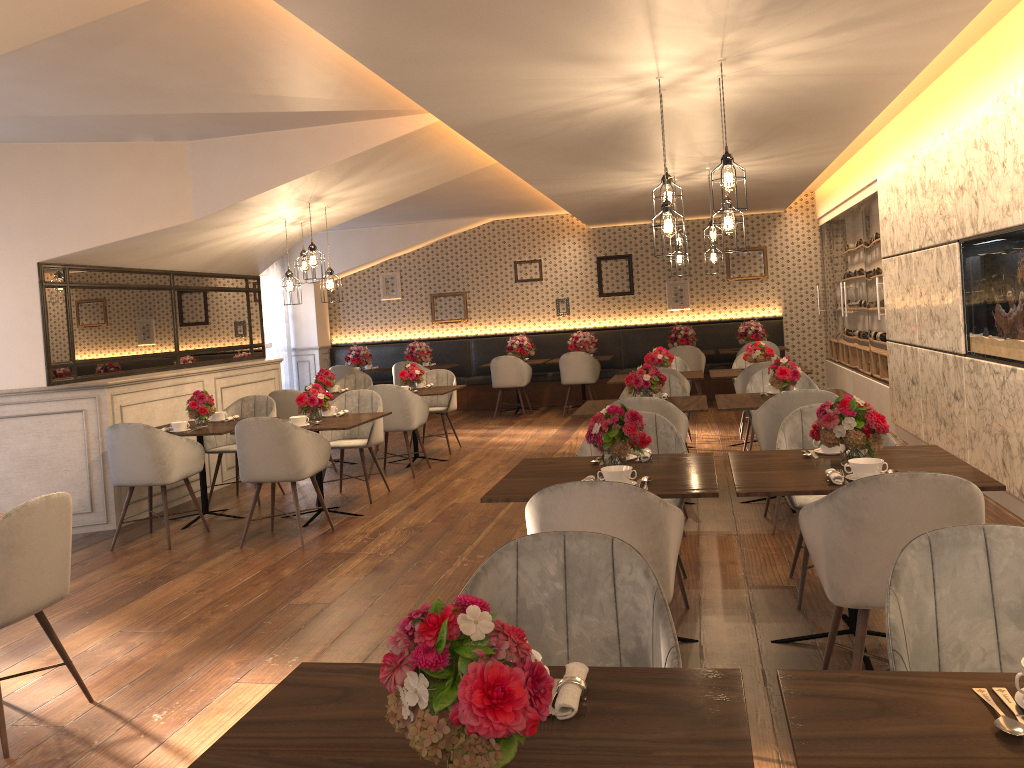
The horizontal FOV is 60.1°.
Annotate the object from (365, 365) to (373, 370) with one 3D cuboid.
[{"bbox_3d":[-2.222,-0.259,13.693,0.148,0.072,0.148,-6,4,-31],"label":"object"}]

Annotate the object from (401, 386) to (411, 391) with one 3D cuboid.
[{"bbox_3d":[-1.058,0.061,8.608,0.148,0.072,0.148,-5,4,-21],"label":"object"}]

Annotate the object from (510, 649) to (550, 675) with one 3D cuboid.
[{"bbox_3d":[-0.006,0.537,1.611,0.148,0.072,0.148,-7,5,-36],"label":"object"}]

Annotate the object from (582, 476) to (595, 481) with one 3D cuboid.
[{"bbox_3d":[0.300,0.387,3.477,0.056,0.039,0.176,-3,4,12],"label":"object"}]

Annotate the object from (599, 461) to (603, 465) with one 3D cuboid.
[{"bbox_3d":[0.418,0.352,4.048,0.022,0.004,0.211,-3,5,12],"label":"object"}]

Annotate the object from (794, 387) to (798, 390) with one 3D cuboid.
[{"bbox_3d":[2.026,0.045,6.368,0.056,0.039,0.176,-3,4,12],"label":"object"}]

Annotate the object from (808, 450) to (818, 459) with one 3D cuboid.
[{"bbox_3d":[1.316,0.306,3.861,0.022,0.004,0.211,-3,5,12],"label":"object"}]

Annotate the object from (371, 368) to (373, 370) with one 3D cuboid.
[{"bbox_3d":[-2.145,-0.238,13.668,0.025,0.024,0.193,-3,4,12],"label":"object"}]

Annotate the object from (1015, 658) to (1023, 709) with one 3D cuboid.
[{"bbox_3d":[0.892,0.491,1.424,0.148,0.072,0.148,-7,5,-36],"label":"object"}]

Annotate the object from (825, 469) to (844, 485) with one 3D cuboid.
[{"bbox_3d":[1.198,0.341,3.291,0.056,0.039,0.176,-3,4,12],"label":"object"}]

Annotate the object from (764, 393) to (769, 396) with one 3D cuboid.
[{"bbox_3d":[1.834,0.075,6.381,0.022,0.004,0.211,-3,5,12],"label":"object"}]

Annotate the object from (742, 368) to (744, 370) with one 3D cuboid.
[{"bbox_3d":[2.308,-0.154,8.820,0.043,0.015,0.198,-3,5,16],"label":"object"}]

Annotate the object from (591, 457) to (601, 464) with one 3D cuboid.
[{"bbox_3d":[0.385,0.348,4.062,0.043,0.015,0.198,-3,4,8],"label":"object"}]

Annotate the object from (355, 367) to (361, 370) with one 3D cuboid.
[{"bbox_3d":[-2.310,-0.206,13.090,0.148,0.072,0.148,-6,4,-31],"label":"object"}]

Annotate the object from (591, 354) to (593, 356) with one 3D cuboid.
[{"bbox_3d":[1.162,-0.415,12.991,0.056,0.039,0.176,-3,4,12],"label":"object"}]

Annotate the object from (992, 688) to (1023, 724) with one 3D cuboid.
[{"bbox_3d":[0.813,0.532,1.415,0.022,0.004,0.211,-3,5,12],"label":"object"}]

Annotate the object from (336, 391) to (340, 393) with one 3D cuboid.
[{"bbox_3d":[-1.817,0.075,9.378,0.025,0.024,0.193,-3,4,12],"label":"object"}]

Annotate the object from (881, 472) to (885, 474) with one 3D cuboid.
[{"bbox_3d":[1.392,0.347,3.278,0.022,0.004,0.211,-3,5,12],"label":"object"}]

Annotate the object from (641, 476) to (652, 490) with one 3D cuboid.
[{"bbox_3d":[0.526,0.386,3.450,0.043,0.015,0.198,-3,4,8],"label":"object"}]

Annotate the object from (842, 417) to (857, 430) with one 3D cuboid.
[{"bbox_3d":[1.317,0.153,3.492,0.048,0.052,0.076,-4,3,-9],"label":"object"}]

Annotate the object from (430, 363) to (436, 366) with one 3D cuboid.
[{"bbox_3d":[-1.204,-0.294,13.483,0.056,0.039,0.176,-3,4,12],"label":"object"}]

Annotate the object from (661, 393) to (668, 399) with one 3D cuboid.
[{"bbox_3d":[1.128,0.091,6.554,0.056,0.039,0.176,-3,4,12],"label":"object"}]

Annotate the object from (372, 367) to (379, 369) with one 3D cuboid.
[{"bbox_3d":[-2.110,-0.248,13.671,0.056,0.039,0.176,-3,4,12],"label":"object"}]

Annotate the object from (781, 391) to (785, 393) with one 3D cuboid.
[{"bbox_3d":[1.826,0.087,5.787,0.148,0.072,0.148,-5,4,-11],"label":"object"}]

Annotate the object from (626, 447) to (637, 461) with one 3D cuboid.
[{"bbox_3d":[0.497,0.312,4.057,0.148,0.072,0.148,-7,5,-36],"label":"object"}]

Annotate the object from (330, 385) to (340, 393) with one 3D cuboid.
[{"bbox_3d":[-1.895,0.055,9.403,0.148,0.072,0.148,-5,4,-21],"label":"object"}]

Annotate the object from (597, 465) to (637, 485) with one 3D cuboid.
[{"bbox_3d":[0.410,0.365,3.454,0.148,0.072,0.148,-7,5,-36],"label":"object"}]

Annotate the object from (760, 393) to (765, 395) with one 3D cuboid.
[{"bbox_3d":[1.809,0.070,6.393,0.043,0.015,0.198,-3,5,16],"label":"object"}]

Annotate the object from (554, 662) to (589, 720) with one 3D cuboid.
[{"bbox_3d":[0.107,0.548,1.588,0.056,0.039,0.176,-3,4,12],"label":"object"}]

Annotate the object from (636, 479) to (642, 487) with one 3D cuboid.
[{"bbox_3d":[0.494,0.393,3.464,0.022,0.004,0.211,-3,5,12],"label":"object"}]

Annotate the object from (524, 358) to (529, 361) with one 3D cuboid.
[{"bbox_3d":[0.213,-0.366,13.188,0.056,0.039,0.176,-3,4,12],"label":"object"}]

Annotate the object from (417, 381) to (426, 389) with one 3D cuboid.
[{"bbox_3d":[-0.971,0.007,9.211,0.148,0.072,0.148,-5,4,-21],"label":"object"}]

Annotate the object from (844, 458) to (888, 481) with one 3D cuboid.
[{"bbox_3d":[1.308,0.319,3.267,0.148,0.072,0.148,-7,5,-36],"label":"object"}]

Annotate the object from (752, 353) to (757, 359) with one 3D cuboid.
[{"bbox_3d":[2.316,-0.271,8.456,0.049,0.052,0.078,-3,4,22],"label":"object"}]

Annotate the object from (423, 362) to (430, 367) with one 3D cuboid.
[{"bbox_3d":[-1.316,-0.305,13.505,0.148,0.072,0.148,-6,4,-31],"label":"object"}]

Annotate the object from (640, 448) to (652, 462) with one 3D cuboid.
[{"bbox_3d":[0.610,0.323,4.035,0.056,0.039,0.176,-3,4,12],"label":"object"}]

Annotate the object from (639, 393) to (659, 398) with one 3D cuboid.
[{"bbox_3d":[1.016,0.080,6.577,0.148,0.072,0.148,-5,4,-11],"label":"object"}]

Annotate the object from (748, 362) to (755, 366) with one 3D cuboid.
[{"bbox_3d":[2.413,-0.190,8.817,0.148,0.072,0.148,-5,4,-11],"label":"object"}]

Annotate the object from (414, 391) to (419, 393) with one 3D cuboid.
[{"bbox_3d":[-0.949,0.082,8.606,0.043,0.015,0.198,-3,5,16],"label":"object"}]

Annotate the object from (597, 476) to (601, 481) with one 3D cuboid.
[{"bbox_3d":[0.336,0.392,3.480,0.025,0.024,0.193,-3,4,12],"label":"object"}]

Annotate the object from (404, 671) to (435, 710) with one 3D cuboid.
[{"bbox_3d":[-0.127,0.426,1.262,0.048,0.052,0.076,-3,3,17],"label":"object"}]

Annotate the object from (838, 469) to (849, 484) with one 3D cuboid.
[{"bbox_3d":[1.234,0.346,3.293,0.025,0.024,0.193,-3,4,12],"label":"object"}]

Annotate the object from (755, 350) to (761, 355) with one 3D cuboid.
[{"bbox_3d":[2.334,-0.301,8.439,0.048,0.052,0.076,-4,3,-9],"label":"object"}]

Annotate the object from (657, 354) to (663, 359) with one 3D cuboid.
[{"bbox_3d":[1.436,-0.266,8.657,0.045,0.052,0.077,-5,4,-26],"label":"object"}]

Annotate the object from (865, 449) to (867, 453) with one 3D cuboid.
[{"bbox_3d":[1.508,0.277,3.848,0.056,0.039,0.176,-3,4,12],"label":"object"}]

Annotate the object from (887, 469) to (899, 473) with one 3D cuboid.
[{"bbox_3d":[1.424,0.340,3.264,0.043,0.015,0.198,-3,4,8],"label":"object"}]

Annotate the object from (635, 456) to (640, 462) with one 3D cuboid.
[{"bbox_3d":[0.575,0.332,4.032,0.025,0.024,0.193,-3,4,12],"label":"object"}]

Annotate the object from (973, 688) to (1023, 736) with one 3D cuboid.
[{"bbox_3d":[0.787,0.527,1.427,0.043,0.015,0.198,-3,5,16],"label":"object"}]

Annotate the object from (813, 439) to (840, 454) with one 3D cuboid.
[{"bbox_3d":[1.395,0.266,3.871,0.148,0.072,0.148,-7,5,-36],"label":"object"}]

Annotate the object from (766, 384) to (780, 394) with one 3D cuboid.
[{"bbox_3d":[1.914,0.034,6.390,0.148,0.072,0.148,-5,4,-11],"label":"object"}]

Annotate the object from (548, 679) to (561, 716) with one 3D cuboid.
[{"bbox_3d":[0.072,0.558,1.586,0.025,0.024,0.193,-3,4,12],"label":"object"}]

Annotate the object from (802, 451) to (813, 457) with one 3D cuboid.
[{"bbox_3d":[1.283,0.302,3.875,0.043,0.015,0.198,-3,4,8],"label":"object"}]
